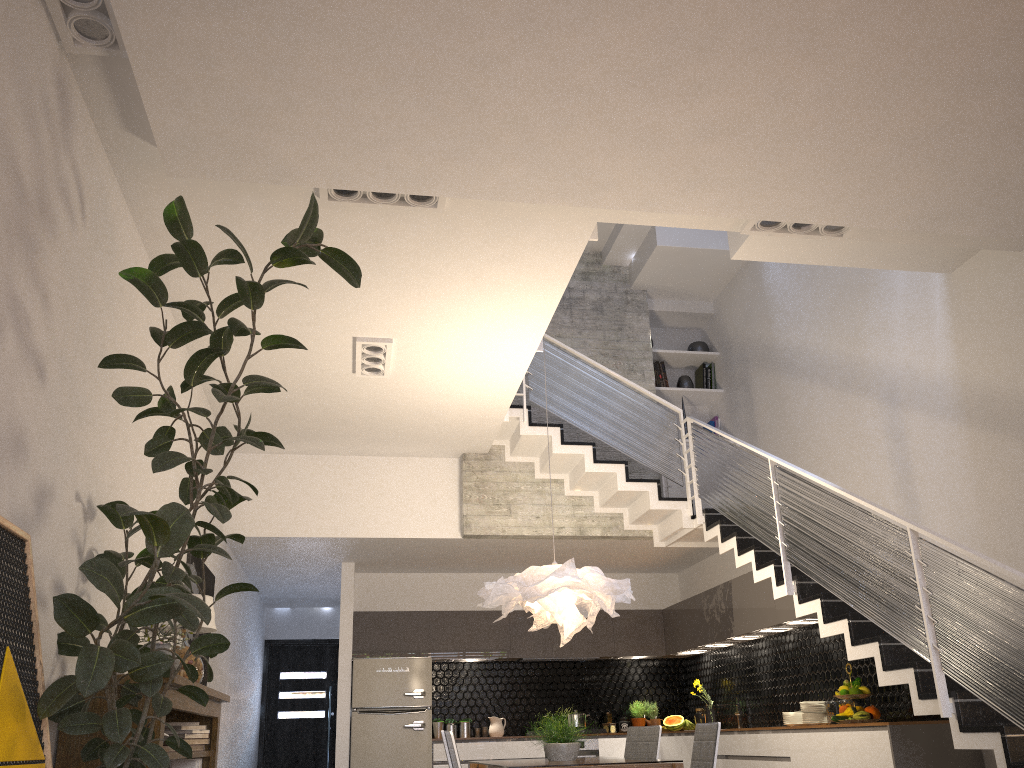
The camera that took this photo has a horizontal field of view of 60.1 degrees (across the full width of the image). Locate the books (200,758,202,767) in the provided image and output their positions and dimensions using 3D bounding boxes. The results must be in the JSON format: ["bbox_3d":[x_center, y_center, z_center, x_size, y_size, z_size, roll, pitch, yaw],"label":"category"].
[{"bbox_3d":[-1.946,2.355,5.328,0.136,0.185,0.019,2,-20,-10],"label":"books"}]

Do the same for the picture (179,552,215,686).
[{"bbox_3d":[-2.458,2.381,6.791,0.033,1.993,1.254,2,-20,-10],"label":"picture"}]

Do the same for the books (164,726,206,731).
[{"bbox_3d":[-1.984,2.066,5.313,0.244,0.023,0.177,-16,-26,32],"label":"books"}]

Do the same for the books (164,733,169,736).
[{"bbox_3d":[-1.797,1.611,4.066,0.323,0.107,0.277,-11,-23,23],"label":"books"}]

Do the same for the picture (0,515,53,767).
[{"bbox_3d":[-1.416,1.009,2.252,0.386,1.577,1.524,2,-21,-10],"label":"picture"}]

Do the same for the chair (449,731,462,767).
[{"bbox_3d":[-0.146,2.799,5.915,0.601,0.903,0.483,2,-20,-10],"label":"chair"}]

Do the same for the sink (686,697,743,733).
[{"bbox_3d":[2.069,3.364,8.840,0.490,0.441,0.736,2,-22,-10],"label":"sink"}]

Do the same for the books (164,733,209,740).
[{"bbox_3d":[-1.968,2.118,5.321,0.226,0.029,0.181,-15,-25,29],"label":"books"}]

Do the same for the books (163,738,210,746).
[{"bbox_3d":[-0.745,-0.178,8.408,0.362,6.592,5.461,-13,-23,28],"label":"books"}]

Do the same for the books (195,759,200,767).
[{"bbox_3d":[-1.917,2.310,5.218,0.136,0.185,0.019,2,-20,-10],"label":"books"}]

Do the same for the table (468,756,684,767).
[{"bbox_3d":[0.332,2.776,5.628,0.997,0.702,1.831,2,-22,-10],"label":"table"}]

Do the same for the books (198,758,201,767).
[{"bbox_3d":[-1.935,2.334,5.277,0.135,0.186,0.015,2,-20,-10],"label":"books"}]

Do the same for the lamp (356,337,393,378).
[{"bbox_3d":[-1.019,-0.200,6.516,0.253,0.065,0.656,2,-22,-10],"label":"lamp"}]

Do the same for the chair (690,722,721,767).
[{"bbox_3d":[0.974,2.553,5.392,0.601,0.903,0.483,1,-20,-7],"label":"chair"}]

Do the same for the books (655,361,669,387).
[{"bbox_3d":[1.650,-0.028,9.919,0.134,0.376,0.277,2,-21,-10],"label":"books"}]

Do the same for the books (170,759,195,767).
[{"bbox_3d":[-1.934,2.295,5.179,0.136,0.185,0.019,2,-20,-10],"label":"books"}]

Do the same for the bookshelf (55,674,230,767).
[{"bbox_3d":[-1.834,2.156,4.512,0.451,1.151,1.953,2,-22,-10],"label":"bookshelf"}]

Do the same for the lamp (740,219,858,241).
[{"bbox_3d":[1.626,-0.914,4.950,0.645,0.065,0.258,2,-22,-10],"label":"lamp"}]

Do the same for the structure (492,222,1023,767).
[{"bbox_3d":[0.515,-0.353,7.865,4.235,8.165,8.609,2,-21,-10],"label":"structure"}]

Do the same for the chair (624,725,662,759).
[{"bbox_3d":[0.706,2.831,6.063,0.603,0.903,0.482,7,-22,-23],"label":"chair"}]

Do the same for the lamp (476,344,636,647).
[{"bbox_3d":[0.227,-0.648,6.823,1.118,5.122,1.080,-2,-20,0],"label":"lamp"}]

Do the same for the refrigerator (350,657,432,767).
[{"bbox_3d":[-1.279,3.784,9.320,0.829,1.682,0.783,2,-20,-10],"label":"refrigerator"}]

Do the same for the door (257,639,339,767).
[{"bbox_3d":[-2.922,4.718,12.269,1.108,2.275,0.163,2,-20,-10],"label":"door"}]

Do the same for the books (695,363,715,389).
[{"bbox_3d":[2.178,-0.014,9.992,0.160,0.375,0.270,2,-21,-10],"label":"books"}]

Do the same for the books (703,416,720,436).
[{"bbox_3d":[2.203,0.579,9.804,0.146,0.376,0.277,2,-21,-10],"label":"books"}]

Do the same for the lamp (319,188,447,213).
[{"bbox_3d":[-0.660,-1.000,4.554,0.645,0.065,0.258,2,-22,-10],"label":"lamp"}]

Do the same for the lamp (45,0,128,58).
[{"bbox_3d":[-1.611,-1.479,3.288,0.253,0.065,0.656,2,-22,-10],"label":"lamp"}]

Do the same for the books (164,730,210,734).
[{"bbox_3d":[-1.975,2.094,5.325,0.244,0.019,0.177,-7,-23,14],"label":"books"}]

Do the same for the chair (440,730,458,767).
[{"bbox_3d":[-0.114,2.517,5.216,0.601,0.903,0.483,-2,-20,-1],"label":"chair"}]

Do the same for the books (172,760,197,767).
[{"bbox_3d":[-1.908,2.276,5.129,0.135,0.179,0.079,2,-20,-10],"label":"books"}]

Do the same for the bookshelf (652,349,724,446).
[{"bbox_3d":[1.797,0.226,9.772,0.973,1.087,0.450,2,-20,-10],"label":"bookshelf"}]

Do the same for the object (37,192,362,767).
[{"bbox_3d":[-1.366,0.686,3.553,0.911,3.144,2.038,10,-23,-30],"label":"object"}]

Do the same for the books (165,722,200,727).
[{"bbox_3d":[-1.992,2.045,5.319,0.205,0.022,0.157,8,-24,-24],"label":"books"}]

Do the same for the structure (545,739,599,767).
[{"bbox_3d":[0.601,4.161,9.584,0.588,0.578,0.594,2,-21,-10],"label":"structure"}]

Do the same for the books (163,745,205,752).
[{"bbox_3d":[-1.942,2.158,5.243,0.230,0.034,0.291,5,-23,-17],"label":"books"}]

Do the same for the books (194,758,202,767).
[{"bbox_3d":[-1.949,2.364,5.351,0.135,0.186,0.031,2,-20,-10],"label":"books"}]
